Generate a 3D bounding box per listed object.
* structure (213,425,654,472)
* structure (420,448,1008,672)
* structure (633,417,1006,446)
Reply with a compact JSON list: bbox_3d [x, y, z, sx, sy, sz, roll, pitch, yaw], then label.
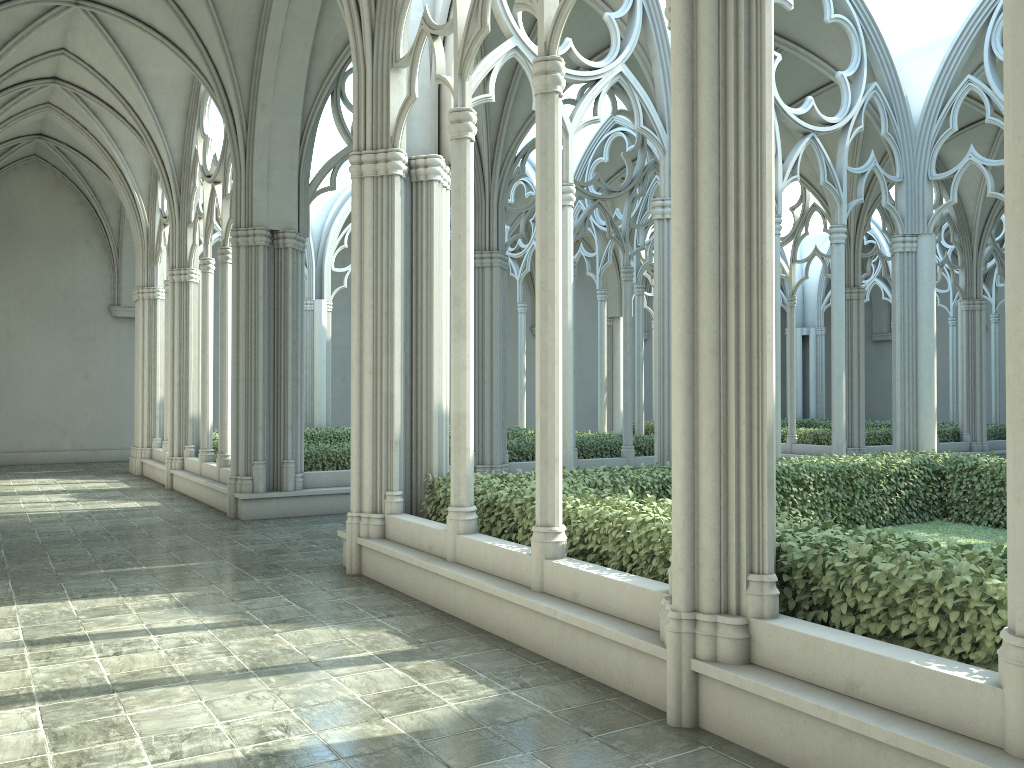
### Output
[{"bbox_3d":[-2.281,1.448,18.488,8.018,0.963,7.995,0,-1,-31],"label":"structure"},{"bbox_3d":[4.548,1.293,7.336,8.018,0.963,7.995,0,-1,-31],"label":"structure"},{"bbox_3d":[8.859,1.543,25.314,8.018,0.963,7.995,0,-1,-31],"label":"structure"}]
